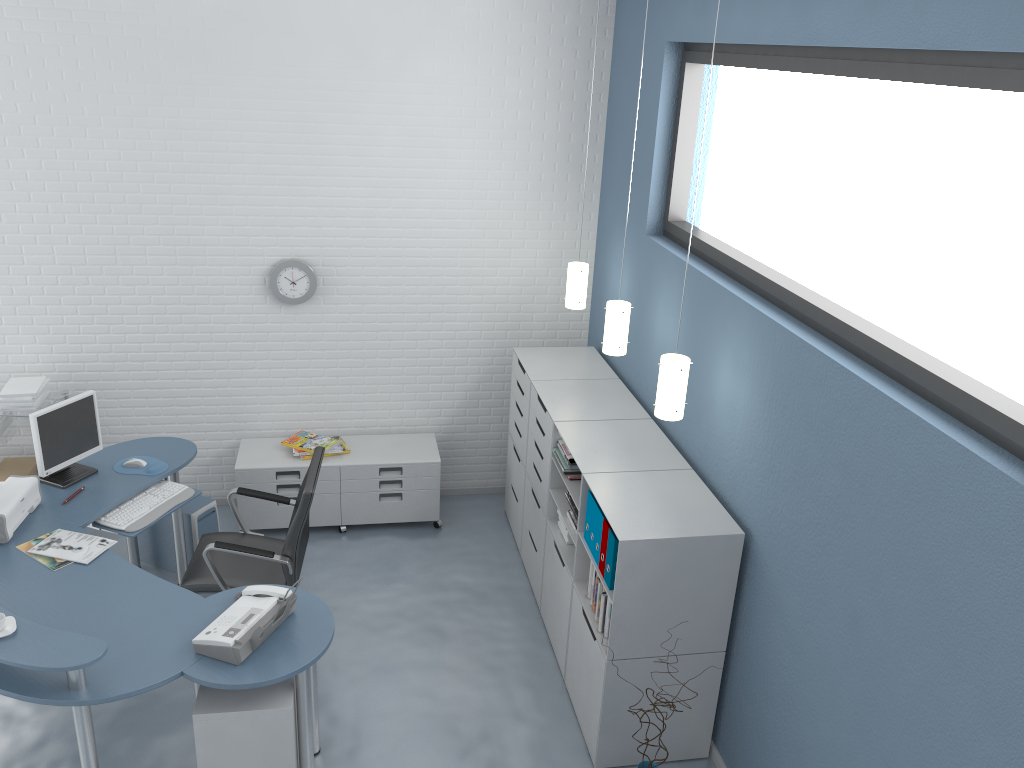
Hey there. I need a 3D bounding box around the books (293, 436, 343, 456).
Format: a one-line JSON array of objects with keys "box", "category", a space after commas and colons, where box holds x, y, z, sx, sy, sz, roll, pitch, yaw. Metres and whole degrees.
[{"box": [-1.214, 0.387, 5.533, 0.300, 0.020, 0.210, -3, 22, -16], "category": "books"}]

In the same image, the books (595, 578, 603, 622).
[{"box": [0.451, 0.930, 3.854, 0.166, 0.217, 0.038, -1, 22, -11], "category": "books"}]

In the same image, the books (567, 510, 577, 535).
[{"box": [0.396, 0.680, 4.243, 0.212, 0.034, 0.265, -1, 22, -11], "category": "books"}]

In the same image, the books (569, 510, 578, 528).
[{"box": [0.401, 0.660, 4.214, 0.212, 0.023, 0.224, -1, 22, -11], "category": "books"}]

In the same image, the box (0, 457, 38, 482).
[{"box": [-2.944, 0.569, 5.250, 0.207, 0.133, 0.347, -1, 22, -10], "category": "box"}]

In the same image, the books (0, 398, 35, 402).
[{"box": [-2.808, 0.044, 5.087, 0.190, 0.015, 0.270, 0, 21, -8], "category": "books"}]

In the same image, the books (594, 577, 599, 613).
[{"box": [0.443, 0.928, 3.919, 0.157, 0.172, 0.021, -1, 22, -11], "category": "books"}]

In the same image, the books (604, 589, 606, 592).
[{"box": [0.464, 0.932, 3.807, 0.157, 0.247, 0.021, -1, 22, -11], "category": "books"}]

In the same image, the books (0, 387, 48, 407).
[{"box": [-2.812, 0.071, 5.099, 0.190, 0.015, 0.270, -1, 21, -9], "category": "books"}]

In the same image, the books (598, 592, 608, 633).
[{"box": [0.460, 0.972, 3.792, 0.173, 0.184, 0.032, -1, 22, -11], "category": "books"}]

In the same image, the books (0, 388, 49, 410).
[{"box": [-2.805, 0.084, 5.109, 0.190, 0.015, 0.270, -2, 22, -13], "category": "books"}]

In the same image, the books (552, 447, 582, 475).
[{"box": [0.342, 0.381, 4.437, 0.234, 0.034, 0.240, -1, 22, -11], "category": "books"}]

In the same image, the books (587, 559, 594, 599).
[{"box": [0.423, 0.871, 4.020, 0.157, 0.203, 0.040, -1, 22, -11], "category": "books"}]

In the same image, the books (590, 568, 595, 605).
[{"box": [0.434, 0.897, 3.963, 0.157, 0.198, 0.022, -1, 22, -11], "category": "books"}]

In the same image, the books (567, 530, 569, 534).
[{"box": [0.399, 0.707, 4.535, 0.270, 0.015, 0.190, 0, 21, -8], "category": "books"}]

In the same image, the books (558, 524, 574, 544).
[{"box": [0.390, 0.760, 4.562, 0.270, 0.015, 0.190, -1, 22, -11], "category": "books"}]

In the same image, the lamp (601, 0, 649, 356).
[{"box": [0.556, -0.991, 4.120, 0.120, 1.786, 0.120, 19, 26, 35], "category": "lamp"}]

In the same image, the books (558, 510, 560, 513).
[{"box": [0.395, 0.677, 4.530, 0.270, 0.015, 0.190, -3, 22, -15], "category": "books"}]

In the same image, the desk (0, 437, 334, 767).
[{"box": [-1.814, 1.037, 3.948, 1.402, 0.900, 2.282, -12, 26, -33], "category": "desk"}]

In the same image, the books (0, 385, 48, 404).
[{"box": [-2.811, 0.055, 5.099, 0.190, 0.015, 0.270, -1, 22, -11], "category": "books"}]

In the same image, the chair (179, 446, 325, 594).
[{"box": [-1.281, 0.843, 4.453, 0.652, 0.948, 0.584, 1, 21, -6], "category": "chair"}]

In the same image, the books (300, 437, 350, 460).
[{"box": [-1.189, 0.402, 5.553, 0.300, 0.020, 0.210, -7, 23, -25], "category": "books"}]

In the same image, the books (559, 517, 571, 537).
[{"box": [0.391, 0.721, 4.539, 0.270, 0.015, 0.190, -1, 22, -11], "category": "books"}]

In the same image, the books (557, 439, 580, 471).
[{"box": [0.357, 0.349, 4.414, 0.212, 0.044, 0.265, -1, 22, -11], "category": "books"}]

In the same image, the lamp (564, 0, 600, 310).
[{"box": [0.413, -1.282, 4.852, 0.120, 1.786, 0.120, 19, 26, 35], "category": "lamp"}]

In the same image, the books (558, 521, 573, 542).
[{"box": [0.391, 0.746, 4.557, 0.270, 0.015, 0.190, -2, 22, -13], "category": "books"}]

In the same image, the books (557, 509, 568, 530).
[{"box": [0.383, 0.687, 4.543, 0.270, 0.015, 0.190, -1, 22, -11], "category": "books"}]

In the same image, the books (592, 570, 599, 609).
[{"box": [0.439, 0.904, 3.938, 0.157, 0.203, 0.032, -1, 22, -11], "category": "books"}]

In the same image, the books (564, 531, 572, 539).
[{"box": [0.397, 0.736, 4.544, 0.270, 0.015, 0.190, -1, 21, -9], "category": "books"}]

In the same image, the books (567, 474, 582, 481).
[{"box": [0.355, 0.410, 4.438, 0.209, 0.019, 0.265, -1, 22, -11], "category": "books"}]

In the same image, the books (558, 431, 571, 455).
[{"box": [0.360, 0.284, 4.392, 0.212, 0.024, 0.258, -1, 22, -11], "category": "books"}]

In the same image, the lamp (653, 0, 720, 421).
[{"box": [0.699, -0.700, 3.389, 0.120, 1.786, 0.120, 19, 26, 35], "category": "lamp"}]

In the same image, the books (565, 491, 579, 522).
[{"box": [0.393, 0.588, 4.215, 0.224, 0.041, 0.283, -1, 22, -11], "category": "books"}]

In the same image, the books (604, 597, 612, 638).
[{"box": [0.474, 0.976, 3.758, 0.157, 0.203, 0.040, -1, 22, -11], "category": "books"}]
